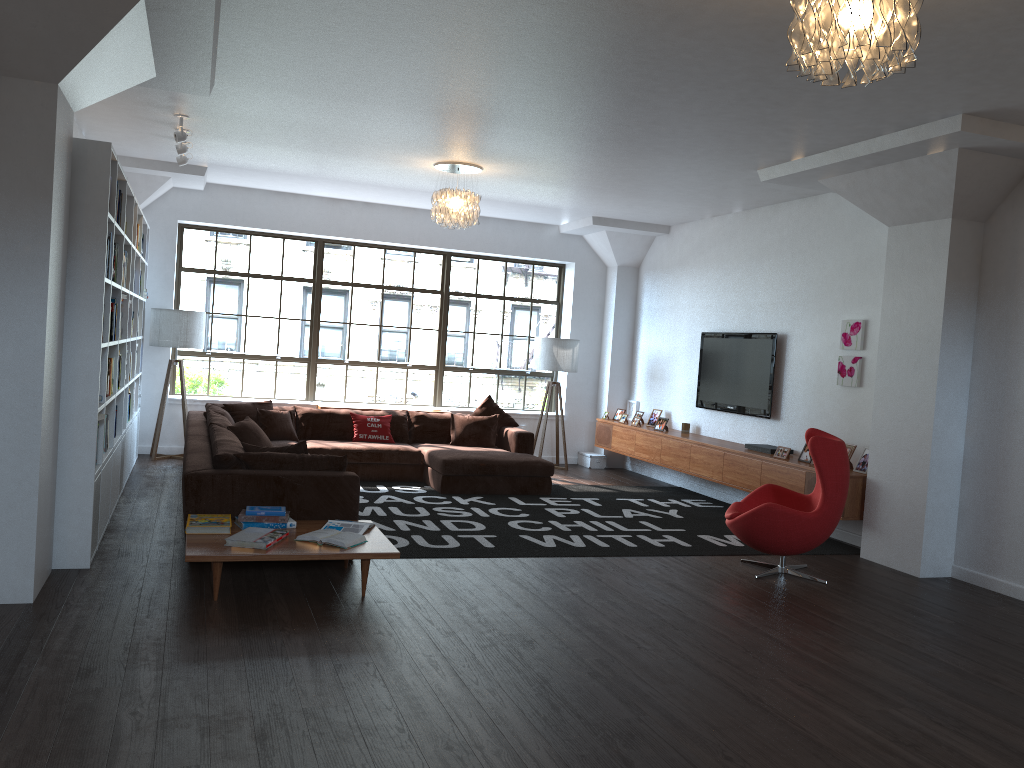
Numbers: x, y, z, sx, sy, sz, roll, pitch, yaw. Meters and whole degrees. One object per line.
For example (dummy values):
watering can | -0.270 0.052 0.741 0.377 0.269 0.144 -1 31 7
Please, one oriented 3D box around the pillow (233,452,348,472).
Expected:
pillow | -1.449 0.613 5.793 0.750 0.364 0.289 3 2 -21

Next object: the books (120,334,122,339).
books | -3.067 -0.368 6.739 0.171 0.039 0.246 3 2 -20

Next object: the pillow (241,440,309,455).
pillow | -1.572 0.553 6.029 0.559 0.411 0.269 5 3 26

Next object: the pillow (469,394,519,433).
pillow | -0.268 0.414 9.823 0.651 0.587 0.335 2 3 -41

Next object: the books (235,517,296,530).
books | -1.465 0.821 5.263 0.312 0.037 0.216 3 3 -30

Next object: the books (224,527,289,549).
books | -1.396 0.843 4.861 0.236 0.035 0.340 4 2 5

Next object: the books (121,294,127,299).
books | -2.894 -0.634 6.348 0.223 0.027 0.161 4 2 -10

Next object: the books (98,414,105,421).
books | -2.533 0.190 5.223 0.223 0.027 0.161 4 2 -10

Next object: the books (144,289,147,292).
books | -3.852 -0.957 8.951 0.254 0.032 0.174 5 2 15

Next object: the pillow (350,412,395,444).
pillow | -1.472 0.467 9.348 0.465 0.308 0.220 3 3 -24

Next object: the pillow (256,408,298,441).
pillow | -2.372 0.408 8.872 0.238 0.337 0.489 6 3 40

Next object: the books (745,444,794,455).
books | 2.389 0.610 8.251 0.250 0.053 0.400 3 2 -20

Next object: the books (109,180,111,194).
books | -2.463 -1.109 5.228 0.161 0.222 0.084 3 2 -20

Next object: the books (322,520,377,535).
books | -0.985 0.851 5.364 0.256 0.035 0.350 4 2 5

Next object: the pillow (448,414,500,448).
pillow | -0.412 0.496 9.602 0.542 0.362 0.248 4 2 1

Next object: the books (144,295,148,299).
books | -3.861 -0.891 8.957 0.284 0.035 0.197 4 2 10

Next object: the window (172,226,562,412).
window | -1.593 -0.699 10.760 4.648 1.905 0.114 3 2 -20

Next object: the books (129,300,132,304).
books | -3.169 -0.664 7.065 0.224 0.030 0.161 4 2 -10

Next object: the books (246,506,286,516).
books | -1.460 0.754 5.262 0.224 0.027 0.157 3 2 -15

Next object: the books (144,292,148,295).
books | -3.858 -0.925 8.956 0.284 0.033 0.197 4 2 -5

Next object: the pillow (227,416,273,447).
pillow | -2.154 0.482 7.335 0.325 0.391 0.625 4 2 -3

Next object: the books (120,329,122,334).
books | -3.067 -0.407 6.734 0.160 0.039 0.251 3 2 -15

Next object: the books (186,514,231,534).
books | -1.742 0.804 5.099 0.241 0.045 0.334 3 2 -18

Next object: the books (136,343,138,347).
books | -3.605 -0.368 8.226 0.224 0.030 0.161 4 2 -10

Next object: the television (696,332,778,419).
television | 2.244 -0.113 8.975 0.013 0.816 1.324 3 2 -20

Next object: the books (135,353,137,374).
books | -3.744 -0.201 8.630 0.161 0.221 0.035 3 2 -20

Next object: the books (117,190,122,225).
books | -2.668 -1.160 5.816 0.182 0.253 0.098 3 2 -20

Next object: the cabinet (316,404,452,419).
cabinet | -1.496 0.594 10.300 1.520 0.625 0.350 3 2 -20

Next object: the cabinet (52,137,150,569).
cabinet | -3.299 -0.299 7.049 0.461 2.414 4.500 3 2 -20

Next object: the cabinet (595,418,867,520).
cabinet | 2.013 0.750 9.018 0.459 0.350 4.501 3 2 -20

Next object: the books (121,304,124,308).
books | -3.088 -0.601 6.752 0.223 0.027 0.161 3 3 -30

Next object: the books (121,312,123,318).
books | -3.062 -0.534 6.733 0.183 0.042 0.253 3 2 -20

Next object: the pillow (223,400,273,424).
pillow | -2.583 0.374 8.897 0.334 0.418 0.580 6 3 43

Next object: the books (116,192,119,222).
books | -2.660 -1.156 5.784 0.159 0.248 0.089 3 2 -20

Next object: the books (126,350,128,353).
books | -3.224 -0.269 7.172 0.208 0.024 0.144 3 2 -15

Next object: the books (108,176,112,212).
books | -2.493 -1.129 5.295 0.170 0.251 0.118 3 2 -20

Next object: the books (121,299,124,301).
books | -3.053 -0.658 6.748 0.129 0.043 0.185 4 2 -5

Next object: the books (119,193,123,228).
books | -2.737 -1.174 5.992 0.182 0.255 0.077 3 2 -20

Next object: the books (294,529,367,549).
books | -1.015 0.863 4.988 0.342 0.040 0.231 5 2 20

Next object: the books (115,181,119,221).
books | -2.648 -1.173 5.712 0.197 0.290 0.136 3 2 -20

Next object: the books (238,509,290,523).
books | -1.468 0.784 5.263 0.279 0.035 0.191 4 2 -10
